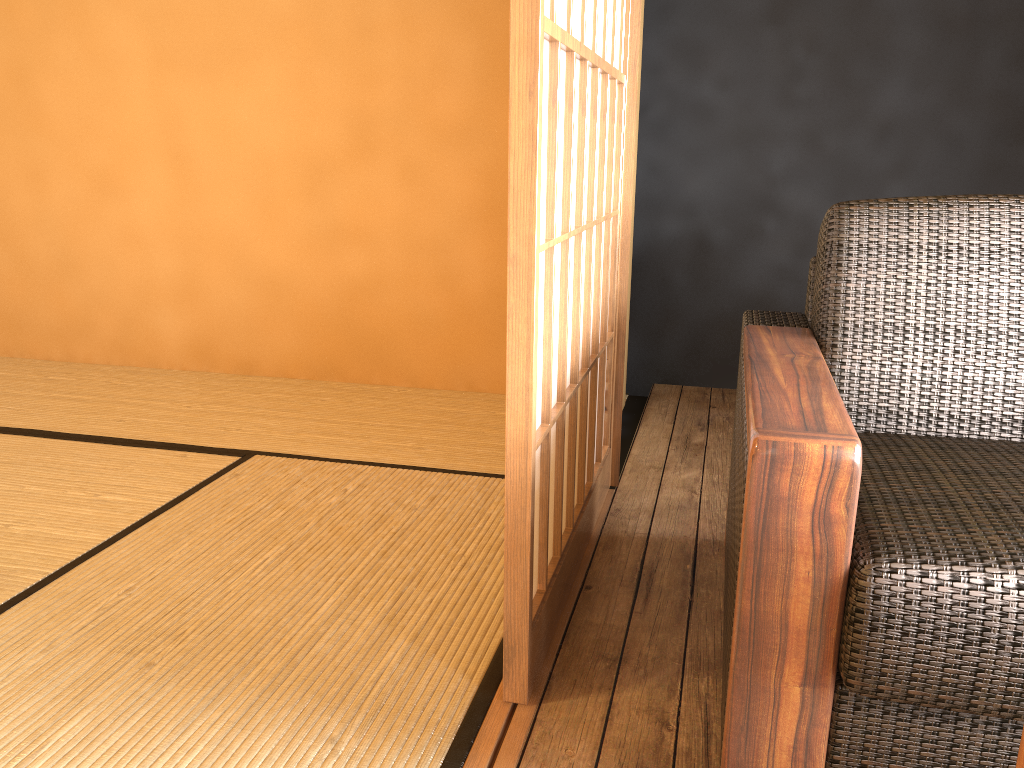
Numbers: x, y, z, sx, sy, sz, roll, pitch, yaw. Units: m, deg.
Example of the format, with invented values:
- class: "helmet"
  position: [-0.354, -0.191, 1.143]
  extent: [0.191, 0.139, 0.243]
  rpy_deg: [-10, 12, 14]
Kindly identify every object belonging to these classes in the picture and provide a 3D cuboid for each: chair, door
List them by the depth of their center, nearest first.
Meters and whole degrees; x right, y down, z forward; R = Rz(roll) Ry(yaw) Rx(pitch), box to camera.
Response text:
- class: "chair"
  position: [0.794, 0.123, 1.351]
  extent: [0.872, 0.783, 0.939]
  rpy_deg: [4, 15, 13]
- class: "door"
  position: [0.133, -0.555, 1.596]
  extent: [0.040, 1.944, 0.987]
  rpy_deg: [4, 16, 13]

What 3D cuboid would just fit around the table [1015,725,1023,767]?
- class: "table"
  position: [0.585, 0.507, 0.406]
  extent: [0.540, 0.503, 0.537]
  rpy_deg: [4, 15, 13]
